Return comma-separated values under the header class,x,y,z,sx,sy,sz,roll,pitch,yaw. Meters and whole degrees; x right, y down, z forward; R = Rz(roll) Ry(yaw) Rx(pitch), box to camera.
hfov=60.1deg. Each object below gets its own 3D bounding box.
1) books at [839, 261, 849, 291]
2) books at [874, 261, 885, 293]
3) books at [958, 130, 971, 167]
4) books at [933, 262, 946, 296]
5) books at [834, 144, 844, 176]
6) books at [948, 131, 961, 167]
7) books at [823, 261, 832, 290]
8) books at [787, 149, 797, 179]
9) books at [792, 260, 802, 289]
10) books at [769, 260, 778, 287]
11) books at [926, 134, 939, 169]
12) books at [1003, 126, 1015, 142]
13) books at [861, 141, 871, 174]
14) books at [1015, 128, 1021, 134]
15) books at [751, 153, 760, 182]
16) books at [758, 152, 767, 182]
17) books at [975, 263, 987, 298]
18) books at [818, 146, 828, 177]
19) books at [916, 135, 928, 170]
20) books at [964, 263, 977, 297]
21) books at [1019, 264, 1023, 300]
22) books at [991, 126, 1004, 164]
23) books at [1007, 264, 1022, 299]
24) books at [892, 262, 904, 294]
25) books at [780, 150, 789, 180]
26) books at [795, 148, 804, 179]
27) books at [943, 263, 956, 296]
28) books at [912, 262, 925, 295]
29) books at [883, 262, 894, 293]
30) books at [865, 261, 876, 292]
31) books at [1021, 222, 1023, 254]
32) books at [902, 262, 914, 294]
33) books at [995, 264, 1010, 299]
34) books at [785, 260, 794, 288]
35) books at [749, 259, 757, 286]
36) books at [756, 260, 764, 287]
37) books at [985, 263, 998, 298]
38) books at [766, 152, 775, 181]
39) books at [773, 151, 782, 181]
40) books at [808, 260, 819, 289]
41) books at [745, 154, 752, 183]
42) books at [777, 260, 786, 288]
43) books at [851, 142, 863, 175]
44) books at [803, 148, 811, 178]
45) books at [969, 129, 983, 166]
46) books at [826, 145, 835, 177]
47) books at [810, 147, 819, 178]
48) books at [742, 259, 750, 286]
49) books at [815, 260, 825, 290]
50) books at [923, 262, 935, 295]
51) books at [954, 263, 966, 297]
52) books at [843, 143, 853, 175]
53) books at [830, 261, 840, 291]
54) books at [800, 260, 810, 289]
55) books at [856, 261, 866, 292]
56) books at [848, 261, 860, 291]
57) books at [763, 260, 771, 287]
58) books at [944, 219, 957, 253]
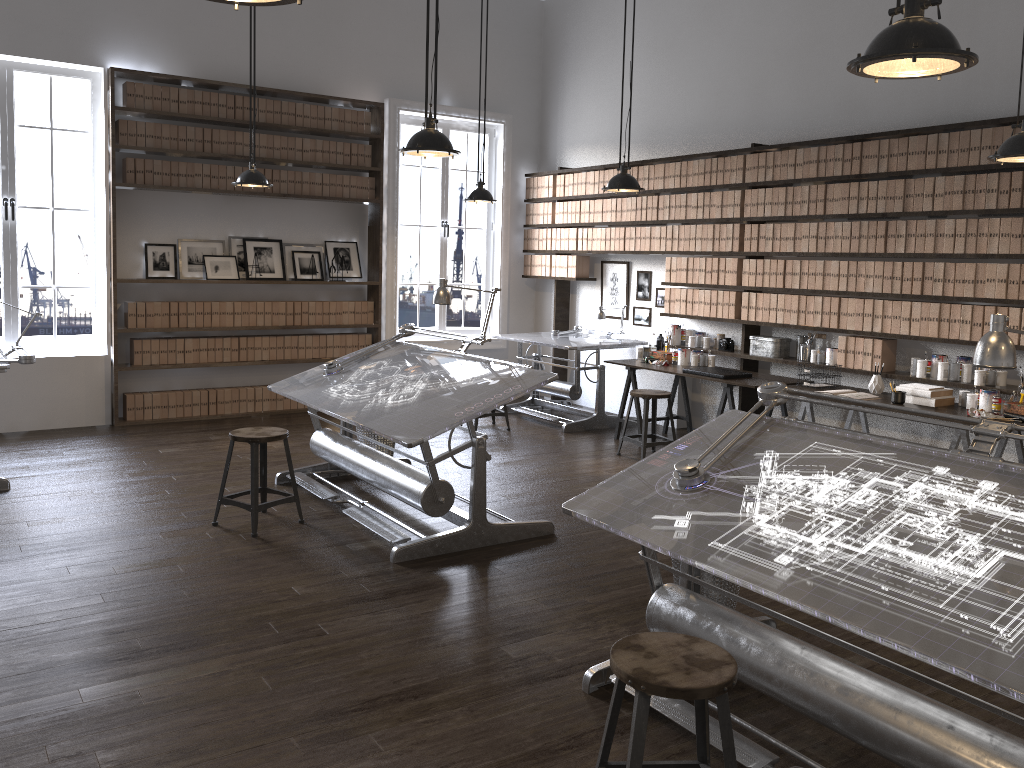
class,x,y,z,sx,sy,sz,roll,pitch,yaw
books,2.441,-0.772,6.381,0.175,0.225,0.067,-3,7,-34
books,2.596,-0.736,6.146,0.175,0.224,0.067,-3,7,-34
books,2.922,-1.488,5.630,0.175,0.224,0.067,-3,7,-34
books,2.837,-0.680,5.790,0.174,0.224,0.067,-3,7,-34
books,2.410,-1.607,6.390,0.174,0.224,0.067,-3,7,-34
books,2.885,-1.497,5.689,0.174,0.224,0.067,-3,7,-34
books,2.369,-0.790,6.495,0.175,0.224,0.067,-3,7,-34
books,2.182,-1.661,6.731,0.175,0.225,0.067,-3,7,-34
books,2.214,-0.826,6.722,0.174,0.224,0.067,-3,7,-34
books,2.096,-0.855,6.907,0.175,0.224,0.067,-3,7,-34
books,2.800,-1.515,5.803,0.175,0.224,0.067,-3,7,-34
books,3.069,-1.452,5.402,0.175,0.225,0.067,-3,7,-34
books,2.536,-1.579,6.211,0.175,0.224,0.067,-3,7,-34
books,3.111,-1.444,5.349,0.175,0.224,0.067,-3,7,-34
books,1.984,-1.706,7.024,0.175,0.225,0.067,-3,7,-34
books,2.024,-1.697,6.964,0.175,0.224,0.067,-3,7,-34
books,2.992,-0.644,5.563,0.175,0.224,0.067,-3,7,-34
books,2.335,-1.626,6.510,0.175,0.224,0.067,-3,7,-34
books,2.760,-1.524,5.862,0.175,0.225,0.067,-3,7,-34
books,2.951,-0.652,5.616,0.175,0.225,0.067,-3,7,-34
books,3.143,-0.609,5.341,0.174,0.224,0.067,-3,7,-34
books,3.036,-1.461,5.459,0.175,0.224,0.067,-3,7,-34
books,3.103,-0.618,5.398,0.175,0.224,0.067,-3,7,-34
books,2.675,-0.718,6.036,0.175,0.224,0.067,-3,7,-34
books,2.146,-1.670,6.791,0.175,0.224,0.067,-3,7,-34
books,2.223,-1.651,6.672,0.175,0.224,0.067,-3,7,-34
books,2.879,-0.671,5.734,0.174,0.224,0.067,-3,7,-34
books,2.755,-0.699,5.911,0.175,0.225,0.067,-3,7,-34
books,2.636,-0.726,6.086,0.175,0.225,0.067,-3,7,-34
books,2.559,-0.745,6.208,0.174,0.224,0.067,-3,7,-34
books,3.144,-0.885,5.322,0.175,0.224,0.067,-3,7,-34
books,2.719,-0.708,5.975,0.175,0.224,0.067,-3,7,-34
books,3.061,-0.627,5.454,0.175,0.225,0.067,-3,7,-34
books,2.178,-0.835,6.783,0.175,0.224,0.067,-3,7,-34
books,1.979,-0.880,7.070,0.175,0.224,0.067,-3,7,-34
books,2.019,-0.871,7.010,0.175,0.225,0.067,-3,7,-34
books,3.025,-0.636,5.510,0.175,0.224,0.067,-3,7,-34
books,2.067,-1.688,6.906,0.174,0.224,0.067,-3,7,-34
books,2.109,-1.679,6.850,0.174,0.224,0.067,-3,7,-34
books,2.296,-0.808,6.607,0.175,0.224,0.067,-3,7,-34
books,1.953,-1.715,7.078,0.175,0.224,0.067,-3,7,-34
books,2.132,-0.845,6.842,0.175,0.225,0.067,-3,7,-34
books,2.490,-1.588,6.269,0.175,0.225,0.067,-3,7,-34
books,2.260,-1.643,6.621,0.175,0.224,0.067,-3,7,-34
books,2.958,-1.479,5.570,0.175,0.225,0.067,-3,7,-34
books,2.374,-1.617,6.451,0.174,0.224,0.067,-3,7,-34
books,2.293,-1.634,6.563,0.175,0.225,0.067,-3,7,-34
books,1.942,-0.890,7.132,0.174,0.224,0.067,-3,7,-34
books,2.328,-0.798,6.548,0.175,0.225,0.067,-3,7,-34
books,2.801,-0.689,5.851,0.175,0.224,0.067,-3,7,-34
books,2.919,-0.661,5.675,0.175,0.224,0.067,-3,7,-34
books,2.453,-1.598,6.334,0.175,0.224,0.067,-3,7,-34
books,2.402,-0.782,6.442,0.175,0.224,0.067,-3,7,-34
books,2.257,-0.817,6.666,0.174,0.224,0.067,-3,7,-34
books,2.523,-0.754,6.268,0.174,0.224,0.067,-3,7,-34
books,2.483,-0.763,6.325,0.175,0.224,0.067,-3,7,-34
books,2.058,-0.863,6.960,0.175,0.224,0.067,-3,7,-34
books,2.875,-0.947,5.722,0.175,0.224,0.067,-3,7,-34
